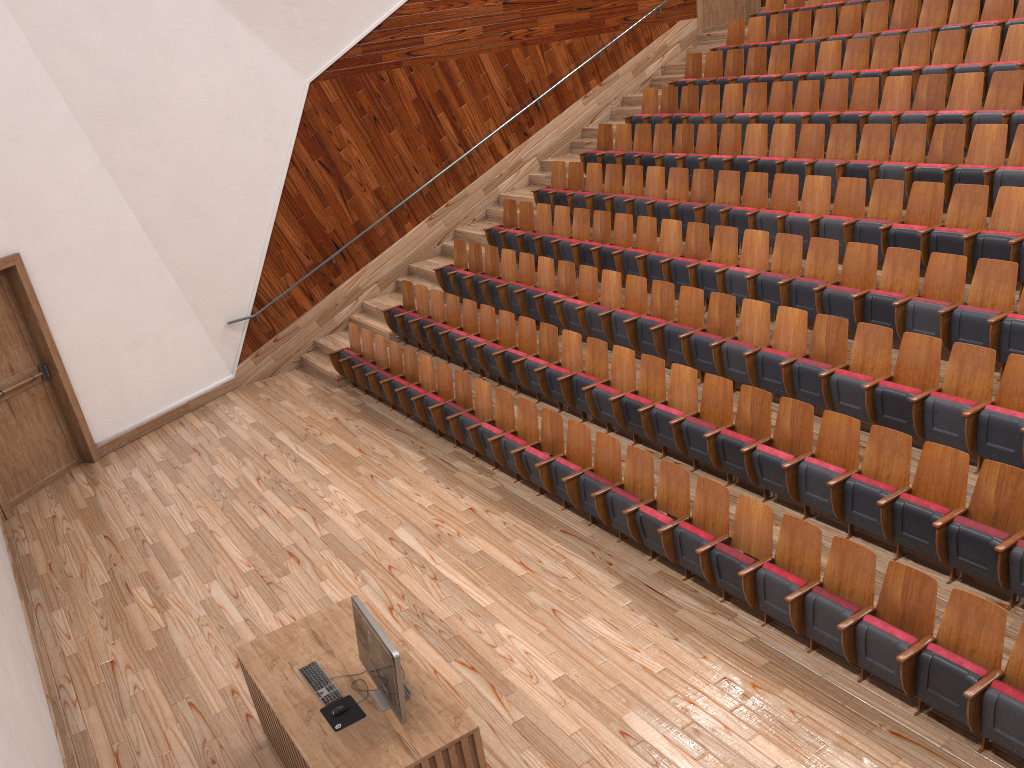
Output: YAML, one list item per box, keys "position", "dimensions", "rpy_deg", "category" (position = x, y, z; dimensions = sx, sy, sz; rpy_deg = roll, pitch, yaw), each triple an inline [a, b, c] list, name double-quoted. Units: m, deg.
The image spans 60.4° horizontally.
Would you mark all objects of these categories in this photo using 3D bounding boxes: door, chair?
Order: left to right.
- position: [-0.524, 0.003, 0.908]
  dimensions: [0.024, 0.252, 0.133]
  rpy_deg: [2, 27, 20]
  category: "door"
- position: [0.330, -0.687, 1.374]
  dimensions: [0.137, 0.252, 0.023]
  rpy_deg: [-21, 29, -25]
  category: "door"
- position: [0.393, -0.145, 0.729]
  dimensions: [0.755, 0.392, 1.148]
  rpy_deg: [-21, 26, -28]
  category: "chair"

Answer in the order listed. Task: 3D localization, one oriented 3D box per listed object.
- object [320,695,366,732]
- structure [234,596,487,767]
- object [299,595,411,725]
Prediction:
- position: [-0.088, 0.171, 0.458]
  dimensions: [0.018, 0.001, 0.022]
  rpy_deg: [-21, 25, -28]
  category: "object"
- position: [-0.086, 0.197, 0.496]
  dimensions: [0.077, 0.074, 0.152]
  rpy_deg: [-22, 26, -28]
  category: "structure"
- position: [-0.083, 0.143, 0.459]
  dimensions: [0.040, 0.050, 0.087]
  rpy_deg: [-22, 27, -28]
  category: "object"
